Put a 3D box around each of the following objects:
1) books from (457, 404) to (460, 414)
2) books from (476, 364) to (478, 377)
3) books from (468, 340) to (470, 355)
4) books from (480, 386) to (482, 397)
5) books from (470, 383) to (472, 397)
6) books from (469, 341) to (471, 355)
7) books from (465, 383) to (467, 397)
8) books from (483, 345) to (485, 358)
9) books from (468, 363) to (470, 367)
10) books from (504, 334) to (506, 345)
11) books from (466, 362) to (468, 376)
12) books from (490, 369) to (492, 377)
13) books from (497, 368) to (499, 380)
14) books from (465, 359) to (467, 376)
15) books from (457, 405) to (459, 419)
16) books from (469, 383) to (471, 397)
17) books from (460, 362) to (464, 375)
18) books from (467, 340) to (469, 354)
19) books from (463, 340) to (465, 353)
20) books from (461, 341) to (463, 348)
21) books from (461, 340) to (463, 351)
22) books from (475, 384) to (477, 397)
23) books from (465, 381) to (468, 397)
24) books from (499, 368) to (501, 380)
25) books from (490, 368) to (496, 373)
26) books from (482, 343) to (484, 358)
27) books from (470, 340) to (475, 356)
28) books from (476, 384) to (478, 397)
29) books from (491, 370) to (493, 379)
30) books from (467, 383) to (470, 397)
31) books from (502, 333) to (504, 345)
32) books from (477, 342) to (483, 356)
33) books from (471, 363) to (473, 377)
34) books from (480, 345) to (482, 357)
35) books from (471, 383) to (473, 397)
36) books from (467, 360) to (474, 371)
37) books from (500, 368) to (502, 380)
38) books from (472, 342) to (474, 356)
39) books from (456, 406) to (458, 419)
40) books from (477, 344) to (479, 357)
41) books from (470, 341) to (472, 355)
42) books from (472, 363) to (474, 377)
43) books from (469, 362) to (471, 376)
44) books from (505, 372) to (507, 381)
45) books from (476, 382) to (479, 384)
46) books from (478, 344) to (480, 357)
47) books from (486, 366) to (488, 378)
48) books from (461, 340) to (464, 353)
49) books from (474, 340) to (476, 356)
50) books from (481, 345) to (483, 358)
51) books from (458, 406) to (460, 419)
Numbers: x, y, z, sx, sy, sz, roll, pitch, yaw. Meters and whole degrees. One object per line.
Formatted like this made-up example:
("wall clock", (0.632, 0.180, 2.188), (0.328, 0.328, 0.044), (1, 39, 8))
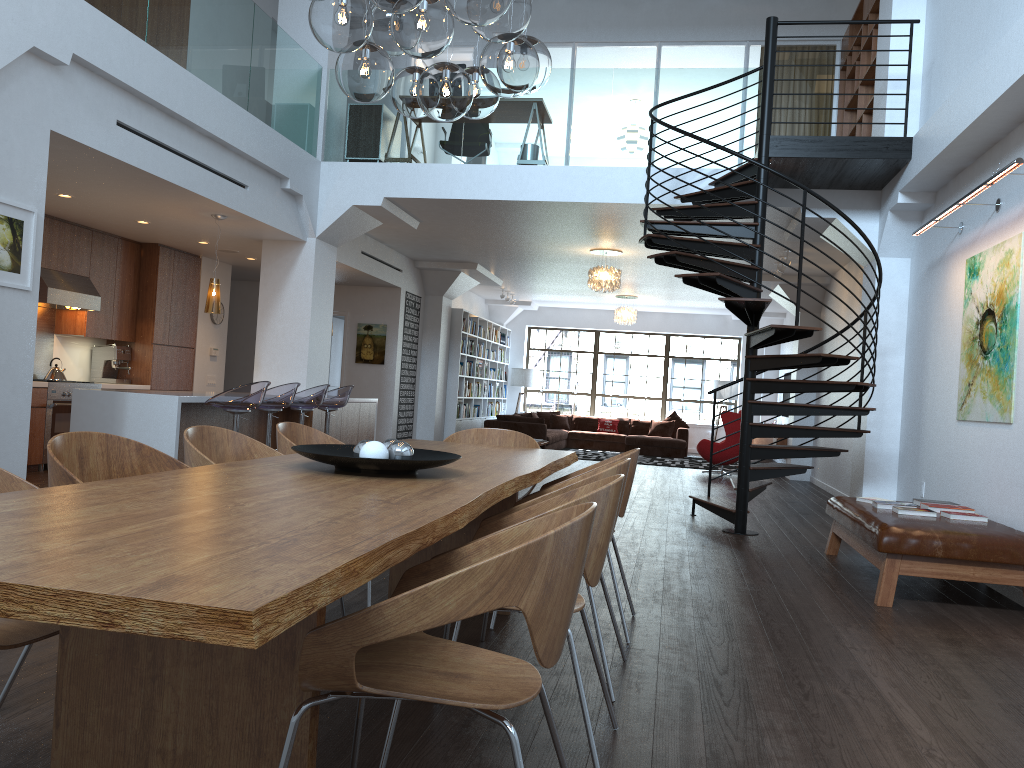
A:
("books", (-1.000, 0.468, 15.395), (0.183, 0.253, 0.042), (4, -1, 10))
("books", (-0.739, -0.252, 16.498), (0.174, 0.240, 0.054), (4, -1, 10))
("books", (-0.854, -0.653, 15.836), (0.180, 0.259, 0.042), (4, -1, 10))
("books", (-0.669, 0.139, 17.004), (0.161, 0.223, 0.026), (4, -1, 10))
("books", (-0.834, 0.106, 16.126), (0.183, 0.253, 0.034), (4, -1, 10))
("books", (-0.835, -0.644, 15.913), (0.171, 0.246, 0.039), (4, -1, 10))
("books", (-0.898, 0.102, 15.808), (0.171, 0.246, 0.057), (4, -1, 10))
("books", (-0.611, -0.622, 17.046), (0.159, 0.250, 0.026), (4, -1, 10))
("books", (-0.853, -0.259, 15.929), (0.167, 0.230, 0.037), (4, -1, 10))
("books", (-0.235, -0.955, 19.032), (0.183, 0.253, 0.042), (4, -1, 10))
("books", (-0.878, -0.267, 15.752), (0.174, 0.239, 0.045), (4, -1, 10))
("books", (-0.480, -0.205, 17.882), (0.140, 0.206, 0.042), (4, -1, 10))
("books", (-0.374, -0.209, 18.484), (0.174, 0.240, 0.054), (4, -1, 10))
("books", (-0.895, -0.294, 15.678), (0.176, 0.290, 0.053), (4, -1, 10))
("books", (-1.011, 0.473, 15.283), (0.174, 0.240, 0.054), (4, -1, 10))
("books", (-0.844, 0.105, 16.094), (0.183, 0.253, 0.034), (4, -1, 10))
("books", (-0.920, -0.267, 15.482), (0.140, 0.231, 0.042), (4, -1, 10))
("books", (-0.864, -0.651, 15.750), (0.183, 0.253, 0.042), (4, -1, 10))
("books", (-0.915, -0.652, 15.404), (0.174, 0.242, 0.105), (4, -1, 10))
("books", (-0.944, -0.643, 15.263), (0.161, 0.218, 0.101), (4, -1, 10))
("books", (-0.935, -0.649, 15.291), (0.152, 0.232, 0.104), (4, -1, 10))
("books", (-0.753, 0.115, 16.562), (0.183, 0.253, 0.034), (4, -1, 10))
("books", (-0.884, 0.082, 15.890), (0.176, 0.290, 0.053), (4, -1, 10))
("books", (-0.337, -0.214, 18.747), (0.180, 0.259, 0.042), (4, -1, 10))
("books", (-0.411, -0.210, 18.245), (0.140, 0.231, 0.042), (4, -1, 10))
("books", (-0.637, -0.641, 16.977), (0.197, 0.283, 0.065), (4, -1, 10))
("books", (-0.791, -0.658, 16.211), (0.198, 0.284, 0.049), (4, -1, 10))
("books", (-0.743, 0.116, 16.595), (0.183, 0.253, 0.034), (4, -1, 10))
("books", (-0.469, -0.196, 17.921), (0.139, 0.191, 0.036), (4, -1, 10))
("books", (-0.857, 0.107, 16.013), (0.171, 0.246, 0.057), (4, -1, 10))
("books", (-0.275, -0.959, 18.817), (0.183, 0.253, 0.042), (4, -1, 10))
("books", (-0.643, -0.645, 16.916), (0.176, 0.290, 0.053), (4, -1, 10))
("books", (-0.812, -0.259, 16.095), (0.174, 0.239, 0.045), (4, -1, 10))
("books", (-0.666, -0.626, 16.790), (0.170, 0.245, 0.057), (4, -1, 10))
("books", (-0.809, 0.108, 16.260), (0.183, 0.253, 0.034), (4, -1, 10))
("books", (-0.792, -0.282, 16.230), (0.176, 0.294, 0.102), (4, -1, 10))
("books", (-0.316, -0.209, 18.831), (0.183, 0.253, 0.042), (4, -1, 10))
("books", (-0.795, -0.637, 16.095), (0.174, 0.240, 0.054), (4, -1, 10))
("books", (-1.020, 0.480, 15.240), (0.161, 0.223, 0.032), (4, -1, 10))
("books", (-0.714, -0.629, 16.496), (0.174, 0.239, 0.045), (4, -1, 10))
("books", (-0.825, -0.647, 15.986), (0.183, 0.253, 0.042), (4, -1, 10))
("books", (-0.794, -0.264, 16.166), (0.182, 0.253, 0.034), (4, -1, 10))
("books", (-0.831, -0.268, 15.996), (0.182, 0.253, 0.034), (4, -1, 10))
("books", (-0.208, -0.178, 19.385), (0.182, 0.215, 0.188), (4, -1, 10))
("books", (-0.713, 0.101, 16.789), (0.176, 0.290, 0.036), (4, -1, 10))
("books", (-0.697, -0.633, 16.595), (0.182, 0.253, 0.034), (4, -1, 10))
("books", (-0.573, -0.234, 17.438), (0.171, 0.246, 0.036), (4, -1, 10))
("books", (-0.926, -0.650, 15.322), (0.172, 0.235, 0.112), (4, -1, 10))
("books", (-0.765, -0.659, 16.259), (0.176, 0.291, 0.053), (4, -1, 10))
("books", (-0.653, -0.622, 16.840), (0.174, 0.239, 0.045), (4, -1, 10))
("books", (-0.993, 0.483, 15.356), (0.161, 0.223, 0.032), (4, -1, 10))
